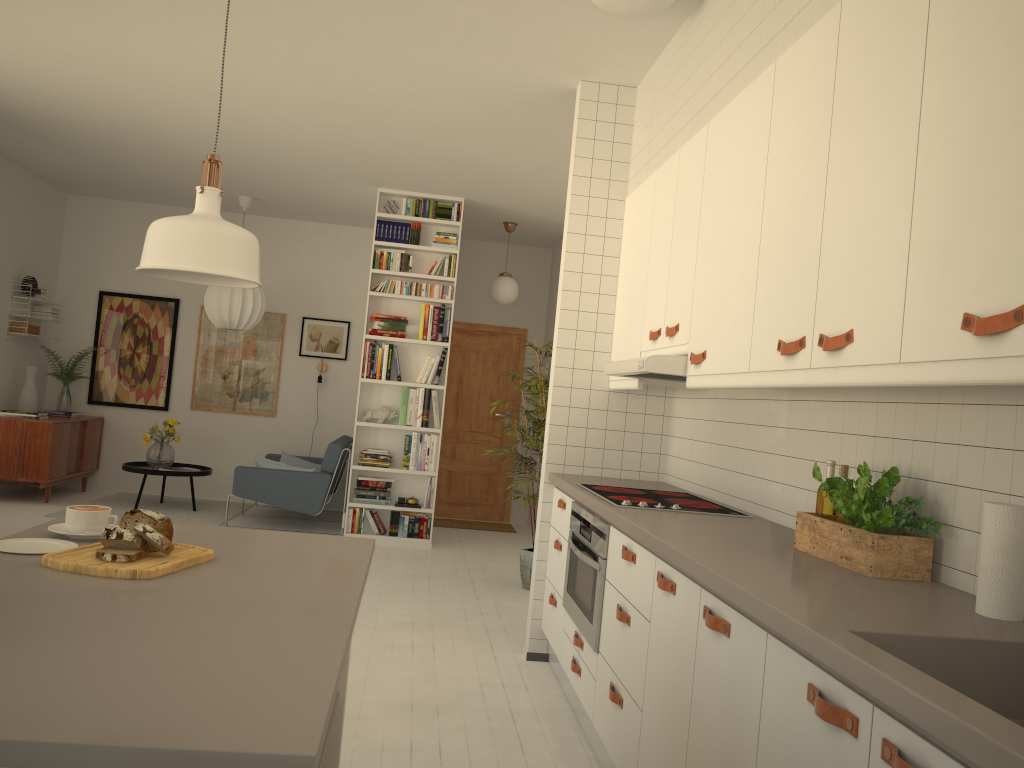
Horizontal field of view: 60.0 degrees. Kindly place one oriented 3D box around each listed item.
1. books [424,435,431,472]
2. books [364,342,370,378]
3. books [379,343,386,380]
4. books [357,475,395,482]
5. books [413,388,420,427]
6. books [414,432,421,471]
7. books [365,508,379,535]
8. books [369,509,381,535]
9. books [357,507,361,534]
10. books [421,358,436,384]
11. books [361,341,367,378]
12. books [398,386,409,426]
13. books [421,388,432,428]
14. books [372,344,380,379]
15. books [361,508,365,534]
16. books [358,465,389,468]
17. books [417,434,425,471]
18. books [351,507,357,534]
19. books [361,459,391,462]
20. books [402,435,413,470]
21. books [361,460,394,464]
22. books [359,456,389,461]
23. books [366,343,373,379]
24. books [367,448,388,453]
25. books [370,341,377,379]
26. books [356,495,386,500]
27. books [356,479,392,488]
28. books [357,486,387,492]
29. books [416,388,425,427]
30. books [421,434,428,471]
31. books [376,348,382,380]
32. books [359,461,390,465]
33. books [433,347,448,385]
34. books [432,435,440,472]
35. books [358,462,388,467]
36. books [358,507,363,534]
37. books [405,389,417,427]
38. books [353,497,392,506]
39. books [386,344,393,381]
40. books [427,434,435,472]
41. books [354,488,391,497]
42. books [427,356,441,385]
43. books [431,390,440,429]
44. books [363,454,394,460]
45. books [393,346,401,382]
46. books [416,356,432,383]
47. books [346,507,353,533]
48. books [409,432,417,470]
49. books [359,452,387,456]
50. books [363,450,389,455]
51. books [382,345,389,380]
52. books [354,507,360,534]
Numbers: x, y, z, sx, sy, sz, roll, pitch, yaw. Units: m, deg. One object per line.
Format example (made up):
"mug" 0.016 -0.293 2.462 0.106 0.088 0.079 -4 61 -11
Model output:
"books" -0.704 0.574 7.374 0.022 0.291 0.208 6 -1 -6
"books" -1.198 -0.194 7.346 0.015 0.301 0.207 6 -1 -6
"books" -1.075 -0.181 7.360 0.020 0.304 0.193 6 -1 -6
"books" -1.129 0.781 7.342 0.297 0.024 0.162 6 -1 -15
"books" -0.796 0.194 7.397 0.023 0.321 0.235 6 -1 -6
"books" -0.790 0.557 7.388 0.027 0.311 0.228 6 -1 -6
"books" -1.153 1.130 7.313 0.135 0.200 0.134 6 -1 -6
"books" -1.122 1.136 7.309 0.118 0.192 0.118 6 -1 -6
"books" -1.258 1.118 7.313 0.012 0.206 0.193 6 -1 -6
"books" -0.696 -0.110 7.376 0.105 0.225 0.138 6 -1 -6
"books" -1.217 -0.196 7.350 0.021 0.301 0.222 6 -1 -6
"books" -0.898 0.182 7.364 0.056 0.328 0.228 6 -1 -6
"books" -0.714 0.198 7.387 0.056 0.327 0.202 6 -1 -6
"books" -1.123 -0.181 7.345 0.030 0.289 0.200 6 -1 -6
"books" -1.224 1.117 7.303 0.010 0.215 0.193 6 -1 -6
"books" -1.138 0.673 7.314 0.247 0.009 0.170 5 -1 -3
"books" -0.755 0.566 7.350 0.035 0.304 0.150 6 -1 -6
"books" -1.297 1.116 7.300 0.026 0.206 0.187 6 -1 -6
"books" -1.124 0.626 7.329 0.250 0.008 0.135 6 -1 -10
"books" -0.868 0.562 7.365 0.057 0.284 0.200 6 -1 -6
"books" -1.108 0.640 7.349 0.255 0.014 0.197 5 -1 4
"books" -1.137 0.615 7.310 0.238 0.012 0.120 6 -1 -11
"books" -1.174 -0.187 7.341 0.032 0.291 0.203 6 -1 -6
"books" -1.112 0.548 7.315 0.166 0.019 0.127 6 -1 -13
"books" -1.147 -0.197 7.344 0.021 0.317 0.179 6 -1 -6
"books" -1.167 0.926 7.335 0.241 0.024 0.168 6 -1 -11
"books" -1.135 0.817 7.327 0.285 0.047 0.185 6 -1 -6
"books" -1.156 0.859 7.322 0.247 0.039 0.143 6 -1 -9
"books" -0.763 0.196 7.387 0.037 0.324 0.240 6 -1 -6
"books" -0.728 0.565 7.385 0.025 0.305 0.213 6 -1 -6
"books" -1.097 -0.162 7.340 0.024 0.260 0.199 6 -1 -6
"books" -1.130 0.649 7.321 0.248 0.009 0.171 5 -1 -3
"books" -0.598 -0.145 7.403 0.092 0.319 0.179 6 -1 -6
"books" -0.640 0.575 7.401 0.039 0.303 0.229 6 -1 -6
"books" -1.142 0.660 7.311 0.246 0.014 0.173 6 -1 -7
"books" -1.241 1.116 7.316 0.021 0.215 0.174 6 -1 -6
"books" -0.839 0.198 7.374 0.065 0.311 0.199 6 -1 -6
"books" -1.146 0.962 7.336 0.297 0.038 0.204 5 -1 -1
"books" -1.013 -0.178 7.345 0.033 0.306 0.150 6 -1 -6
"books" -0.672 0.570 7.367 0.037 0.308 0.161 6 -1 -6
"books" -1.154 0.895 7.321 0.297 0.039 0.165 6 -1 -11
"books" -0.654 -0.112 7.404 0.092 0.244 0.196 6 -1 -6
"books" -0.638 0.212 7.402 0.099 0.316 0.229 6 -1 -6
"books" -1.101 0.600 7.335 0.235 0.025 0.163 5 -1 0
"books" -0.952 -0.164 7.363 0.093 0.288 0.200 6 -1 -6
"books" -0.730 -0.116 7.365 0.115 0.232 0.133 6 -1 -6
"books" -1.331 1.118 7.300 0.039 0.199 0.185 6 -1 -6
"books" -0.821 0.553 7.382 0.037 0.312 0.241 6 -1 -6
"books" -1.141 0.578 7.324 0.221 0.010 0.169 5 -1 -3
"books" -1.127 0.565 7.334 0.212 0.017 0.165 6 -1 -9
"books" -1.047 -0.174 7.349 0.032 0.291 0.189 6 -1 -6
"books" -1.272 1.116 7.298 0.020 0.211 0.184 6 -1 -6
